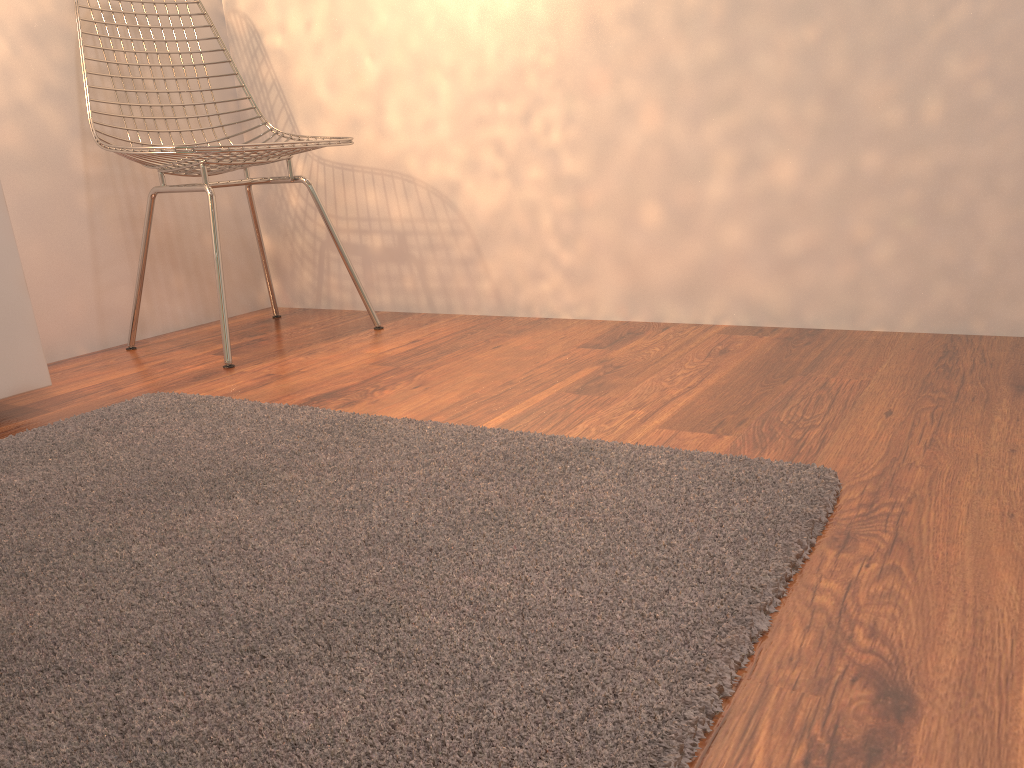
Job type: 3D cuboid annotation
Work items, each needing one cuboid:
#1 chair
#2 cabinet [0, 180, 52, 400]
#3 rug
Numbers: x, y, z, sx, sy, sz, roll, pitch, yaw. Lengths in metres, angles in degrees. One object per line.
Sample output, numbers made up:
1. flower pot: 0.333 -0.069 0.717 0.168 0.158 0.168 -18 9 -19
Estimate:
1. chair: -0.706 -0.555 2.134 0.557 0.928 0.531 12 24 39
2. cabinet: -1.524 0.029 0.998 0.401 0.402 1.784 7 19 30
3. rug: -0.659 0.334 0.601 1.277 0.009 2.017 5 18 31
